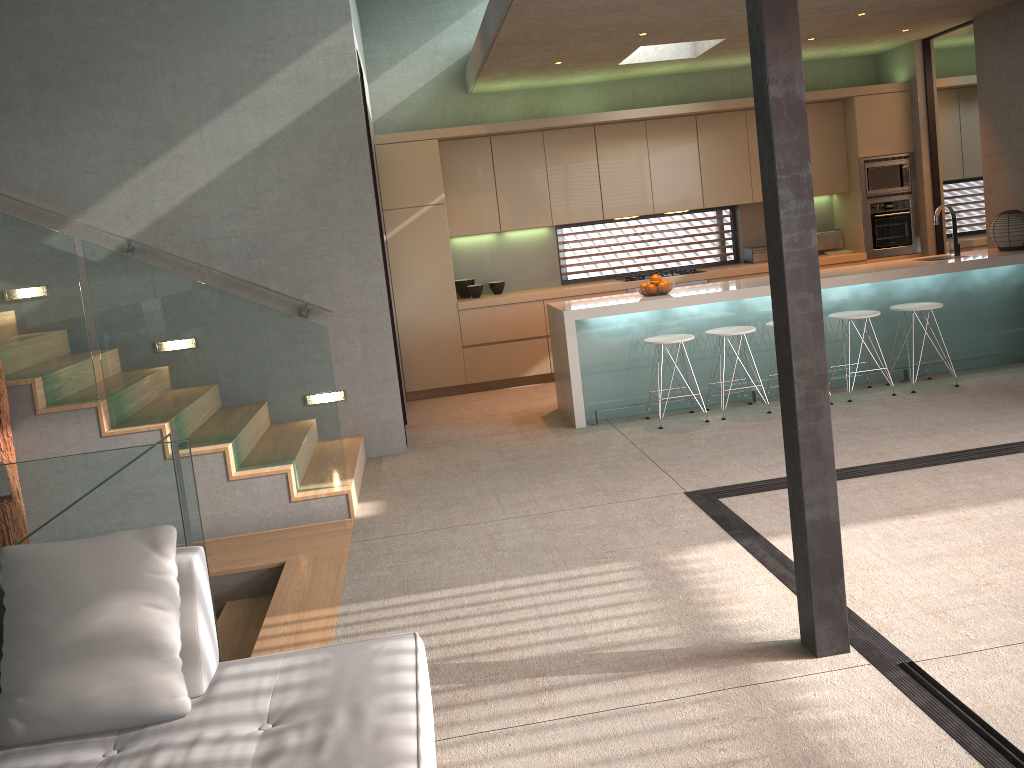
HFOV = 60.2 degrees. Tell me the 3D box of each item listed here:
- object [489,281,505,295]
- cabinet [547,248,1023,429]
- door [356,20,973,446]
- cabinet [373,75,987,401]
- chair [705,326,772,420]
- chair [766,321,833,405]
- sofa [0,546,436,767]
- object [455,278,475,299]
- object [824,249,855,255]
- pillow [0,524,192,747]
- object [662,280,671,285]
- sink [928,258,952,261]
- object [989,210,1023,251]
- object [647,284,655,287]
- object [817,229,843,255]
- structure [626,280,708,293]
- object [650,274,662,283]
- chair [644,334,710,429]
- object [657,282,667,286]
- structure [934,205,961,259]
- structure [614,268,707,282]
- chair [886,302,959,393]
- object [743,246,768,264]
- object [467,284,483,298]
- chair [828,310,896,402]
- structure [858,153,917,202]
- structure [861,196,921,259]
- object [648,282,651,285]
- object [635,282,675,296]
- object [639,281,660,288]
[{"bbox_3d":[-0.150,-0.983,9.058,0.170,0.125,0.170,-9,9,-19],"label":"object"},{"bbox_3d":[2.418,-0.439,7.270,4.125,0.892,0.807,-8,8,-6],"label":"cabinet"},{"bbox_3d":[0.161,-0.039,4.814,15.437,4.438,5.789,-13,10,-33],"label":"door"},{"bbox_3d":[2.559,-1.517,8.507,7.477,2.547,1.981,-8,7,-6],"label":"cabinet"},{"bbox_3d":[1.662,-0.097,6.616,0.382,0.619,0.385,-7,7,-6],"label":"chair"},{"bbox_3d":[2.135,-0.160,6.668,0.382,0.619,0.385,-7,7,-6],"label":"chair"},{"bbox_3d":[-1.001,0.928,2.147,1.597,0.727,1.022,-7,8,-6],"label":"sofa"},{"bbox_3d":[-0.483,-0.975,9.055,0.226,0.186,0.226,-11,9,-28],"label":"object"},{"bbox_3d":[3.414,-1.366,9.197,0.312,0.034,0.310,-14,12,-37],"label":"object"},{"bbox_3d":[-1.118,0.661,2.360,0.492,0.479,0.268,-7,7,-6],"label":"pillow"},{"bbox_3d":[1.232,-0.784,7.071,0.095,0.093,0.095,-9,8,-17],"label":"object"},{"bbox_3d":[3.619,-0.970,7.457,0.374,0.133,0.378,-7,10,-6],"label":"sink"},{"bbox_3d":[4.203,-1.294,7.428,0.341,0.332,0.342,-9,8,-14],"label":"object"},{"bbox_3d":[1.106,-0.748,6.992,0.081,0.080,0.081,-3,8,23],"label":"object"},{"bbox_3d":[3.341,-1.517,9.482,0.390,0.246,0.151,-7,7,-6],"label":"object"},{"bbox_3d":[1.574,-0.745,8.824,0.829,0.497,0.080,-7,6,-6],"label":"structure"},{"bbox_3d":[1.154,-0.833,7.096,0.095,0.093,0.095,-5,8,14],"label":"object"},{"bbox_3d":[1.195,-0.035,6.564,0.382,0.619,0.385,-7,7,-6],"label":"chair"},{"bbox_3d":[1.189,-0.762,6.991,0.087,0.086,0.087,-9,8,-16],"label":"object"},{"bbox_3d":[3.577,-1.257,7.316,0.097,0.438,0.260,-7,7,-6],"label":"structure"},{"bbox_3d":[1.510,-1.100,9.041,0.839,0.090,0.468,-8,10,-6],"label":"structure"},{"bbox_3d":[3.123,-0.293,6.781,0.382,0.619,0.385,-7,7,-6],"label":"chair"},{"bbox_3d":[2.702,-1.385,9.403,0.400,0.159,0.242,-8,9,-6],"label":"object"},{"bbox_3d":[-0.367,-0.930,8.901,0.170,0.125,0.170,-9,9,-19],"label":"object"},{"bbox_3d":[2.625,-0.226,6.724,0.382,0.619,0.385,-7,7,-6],"label":"chair"},{"bbox_3d":[3.798,-2.138,9.211,0.597,0.434,0.464,-7,8,-6],"label":"structure"},{"bbox_3d":[3.857,-1.636,9.240,0.597,0.575,0.501,-7,7,-6],"label":"structure"},{"bbox_3d":[1.108,-0.778,7.147,0.086,0.086,0.088,1,11,44],"label":"object"},{"bbox_3d":[1.147,-0.755,7.072,0.315,0.081,0.318,-8,10,-6],"label":"object"},{"bbox_3d":[1.093,-0.764,7.044,0.173,0.099,0.097,1,10,38],"label":"object"}]
